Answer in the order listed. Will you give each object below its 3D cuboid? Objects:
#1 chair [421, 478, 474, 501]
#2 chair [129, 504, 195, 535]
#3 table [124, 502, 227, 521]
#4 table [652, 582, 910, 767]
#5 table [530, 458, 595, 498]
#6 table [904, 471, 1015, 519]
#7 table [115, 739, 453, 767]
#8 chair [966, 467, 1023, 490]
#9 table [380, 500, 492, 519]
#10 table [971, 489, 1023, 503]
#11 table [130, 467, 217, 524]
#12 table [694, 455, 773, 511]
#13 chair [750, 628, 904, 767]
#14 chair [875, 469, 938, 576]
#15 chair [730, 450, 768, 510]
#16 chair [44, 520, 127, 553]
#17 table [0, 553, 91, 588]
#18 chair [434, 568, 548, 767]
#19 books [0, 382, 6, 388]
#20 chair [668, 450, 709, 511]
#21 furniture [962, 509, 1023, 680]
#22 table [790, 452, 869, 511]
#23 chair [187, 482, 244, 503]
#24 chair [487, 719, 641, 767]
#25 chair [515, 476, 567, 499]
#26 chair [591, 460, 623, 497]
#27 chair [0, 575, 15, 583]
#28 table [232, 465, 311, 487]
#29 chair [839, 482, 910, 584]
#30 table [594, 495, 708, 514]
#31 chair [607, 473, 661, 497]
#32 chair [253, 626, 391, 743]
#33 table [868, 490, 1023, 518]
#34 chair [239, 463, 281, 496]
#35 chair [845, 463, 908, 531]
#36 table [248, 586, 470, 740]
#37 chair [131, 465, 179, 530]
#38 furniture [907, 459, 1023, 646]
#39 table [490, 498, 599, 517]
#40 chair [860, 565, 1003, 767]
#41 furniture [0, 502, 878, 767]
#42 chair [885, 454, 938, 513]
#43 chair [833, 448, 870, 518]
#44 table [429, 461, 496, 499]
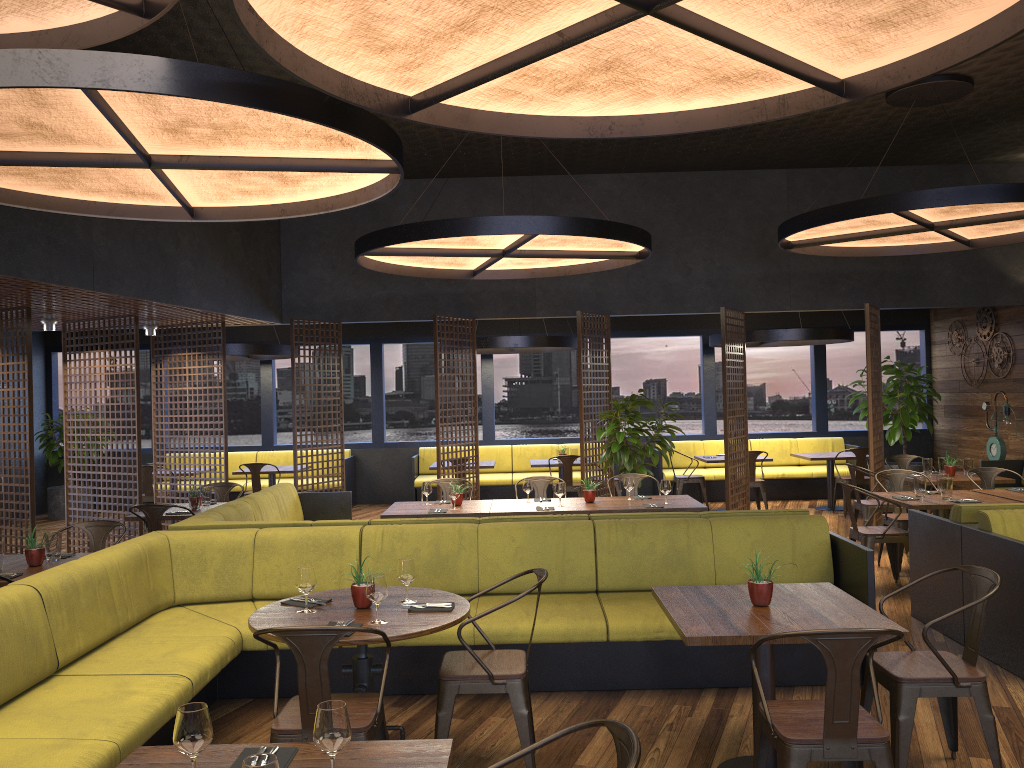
[{"bbox_3d":[-0.619,1.391,8.564,0.504,0.917,0.541,-1,-1,1],"label":"chair"},{"bbox_3d":[-2.926,1.438,7.495,0.504,0.917,0.541,-1,-1,1],"label":"chair"},{"bbox_3d":[-2.895,1.522,8.110,0.887,0.763,0.906,-1,-1,0],"label":"table"},{"bbox_3d":[1.149,1.379,3.977,0.887,0.763,0.906,-1,-1,0],"label":"table"},{"bbox_3d":[0.723,1.476,12.556,0.906,0.763,0.887,-1,-1,0],"label":"table"},{"bbox_3d":[4.582,1.346,9.284,0.887,0.763,0.906,-1,-1,0],"label":"table"},{"bbox_3d":[-0.615,1.404,2.095,0.906,0.763,0.887,-1,-1,0],"label":"table"},{"bbox_3d":[4.570,1.257,8.280,0.504,0.917,0.541,-1,-1,1],"label":"chair"},{"bbox_3d":[-0.628,1.462,7.790,0.906,0.763,0.887,-1,-1,0],"label":"table"},{"bbox_3d":[4.621,1.328,7.595,0.887,0.763,0.906,-1,-1,0],"label":"table"},{"bbox_3d":[-4.776,1.615,12.598,0.887,0.763,0.906,-1,-1,0],"label":"table"},{"bbox_3d":[3.122,1.416,12.536,0.906,0.763,0.887,-1,-1,0],"label":"table"},{"bbox_3d":[1.155,1.293,3.273,0.504,0.917,0.541,-1,-1,1],"label":"chair"},{"bbox_3d":[3.701,1.279,8.287,0.504,0.917,0.541,-1,-1,1],"label":"chair"},{"bbox_3d":[3.148,1.329,11.834,0.504,0.917,0.541,-1,-1,1],"label":"chair"},{"bbox_3d":[-2.916,1.423,6.034,0.504,0.917,0.541,-1,-1,1],"label":"chair"},{"bbox_3d":[-2.914,1.496,5.410,0.887,0.763,0.906,-1,-1,0],"label":"table"},{"bbox_3d":[-0.092,1.332,4.101,0.541,0.917,0.504,-1,-1,1],"label":"chair"},{"bbox_3d":[-7.513,-0.064,12.855,0.177,0.245,0.450,-1,-1,0],"label":"books"},{"bbox_3d":[2.475,1.353,12.588,0.541,0.917,0.504,-1,-1,1],"label":"chair"},{"bbox_3d":[4.648,1.212,3.597,3.372,0.914,4.503,-1,-1,0],"label":"furniture"},{"bbox_3d":[4.521,1.380,12.521,0.887,0.763,0.906,-1,-1,0],"label":"table"},{"bbox_3d":[-2.915,1.450,8.722,0.504,0.917,0.541,-1,-1,1],"label":"chair"},{"bbox_3d":[0.045,1.309,2.117,0.541,0.917,0.504,-1,-1,1],"label":"chair"},{"bbox_3d":[0.288,1.368,8.556,0.504,0.917,0.541,-1,-1,1],"label":"chair"},{"bbox_3d":[1.358,1.381,12.536,0.541,0.917,0.504,-1,-1,1],"label":"chair"},{"bbox_3d":[-2.927,1.411,4.788,0.504,0.917,0.541,-1,-1,1],"label":"chair"},{"bbox_3d":[-3.377,1.580,12.586,0.887,0.763,0.906,-1,-1,0],"label":"table"},{"bbox_3d":[3.083,1.287,7.534,0.541,0.917,0.504,-1,-1,1],"label":"chair"},{"bbox_3d":[1.182,1.416,7.780,0.906,0.763,0.887,-1,-1,0],"label":"table"},{"bbox_3d":[1.188,1.345,8.549,0.504,0.917,0.541,-1,-1,1],"label":"chair"},{"bbox_3d":[-0.726,1.342,3.487,0.504,0.917,0.541,-1,-1,1],"label":"chair"},{"bbox_3d":[3.689,1.352,7.603,0.887,0.763,0.906,-1,-1,0],"label":"table"},{"bbox_3d":[-3.366,1.493,11.888,0.504,0.917,0.541,-1,-1,1],"label":"chair"},{"bbox_3d":[3.807,1.287,9.311,0.541,0.917,0.504,-1,-1,1],"label":"chair"},{"bbox_3d":[-0.687,1.426,4.102,1.007,0.760,1.007,-2,-1,38],"label":"table"},{"bbox_3d":[-4.796,1.529,11.900,0.504,0.917,0.541,-1,-1,1],"label":"chair"},{"bbox_3d":[4.690,1.256,8.233,3.378,0.916,4.755,-1,-1,0],"label":"furniture"},{"bbox_3d":[0.279,1.439,7.782,0.906,0.763,0.887,-1,-1,0],"label":"table"},{"bbox_3d":[1.857,1.281,3.915,0.541,0.917,0.504,-1,-1,1],"label":"chair"},{"bbox_3d":[-0.305,1.350,4.981,4.895,0.914,7.462,-1,-1,-4],"label":"furniture"},{"bbox_3d":[4.541,1.276,10.052,0.504,0.917,0.541,-1,-1,1],"label":"chair"},{"bbox_3d":[4.577,1.293,11.823,0.504,0.917,0.541,-1,-1,1],"label":"chair"},{"bbox_3d":[-0.678,1.512,12.564,0.887,0.763,0.906,-1,-1,0],"label":"table"}]
